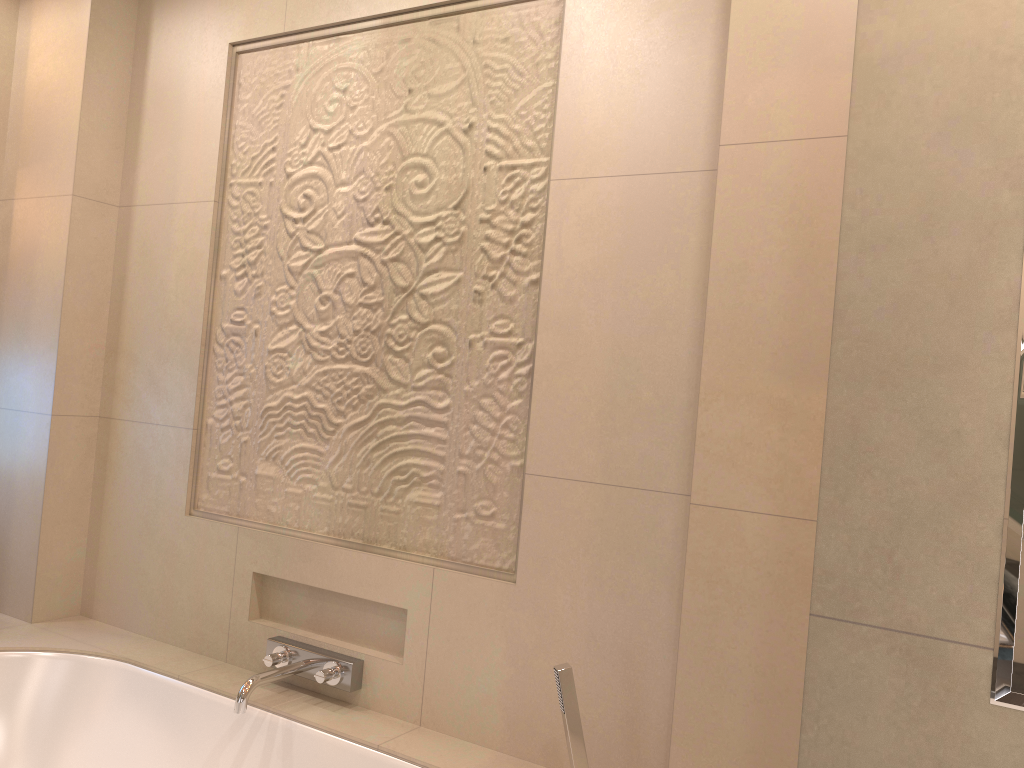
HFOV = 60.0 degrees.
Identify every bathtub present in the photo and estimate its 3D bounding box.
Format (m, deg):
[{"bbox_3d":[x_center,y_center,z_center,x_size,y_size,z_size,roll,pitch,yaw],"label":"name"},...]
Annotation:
[{"bbox_3d":[-0.776,0.994,1.720,2.662,0.540,1.060,4,-1,31],"label":"bathtub"}]

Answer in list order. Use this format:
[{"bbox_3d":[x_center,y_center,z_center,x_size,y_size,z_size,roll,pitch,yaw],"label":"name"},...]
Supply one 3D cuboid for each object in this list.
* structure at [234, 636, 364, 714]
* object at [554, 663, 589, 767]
[{"bbox_3d":[-0.546,0.688,2.074,0.290,0.097,0.259,4,-1,31],"label":"structure"},{"bbox_3d":[0.123,0.658,1.635,0.114,0.280,0.059,5,-1,-14],"label":"object"}]
